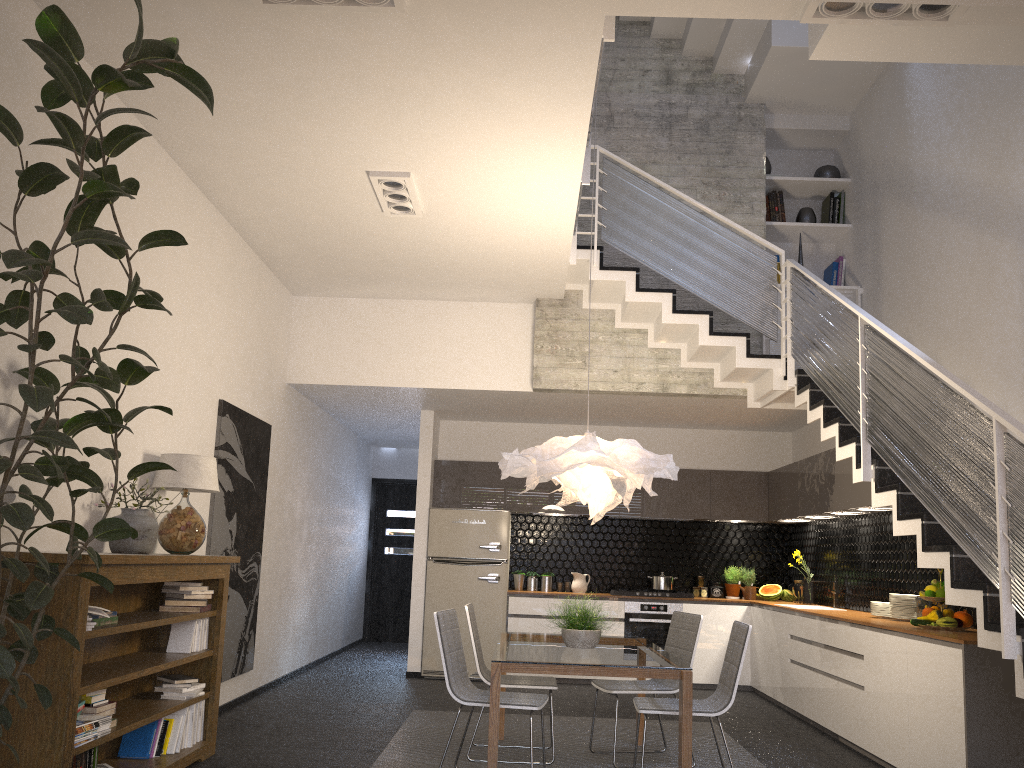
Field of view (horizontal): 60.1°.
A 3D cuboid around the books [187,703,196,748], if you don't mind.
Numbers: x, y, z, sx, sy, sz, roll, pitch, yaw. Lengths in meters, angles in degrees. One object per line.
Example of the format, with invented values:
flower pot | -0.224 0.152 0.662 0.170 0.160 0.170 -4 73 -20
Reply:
books | -1.905 1.944 5.057 0.175 0.241 0.024 2 -8 1

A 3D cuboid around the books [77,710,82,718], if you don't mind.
books | -1.987 1.450 3.857 0.175 0.023 0.251 6 -12 -18

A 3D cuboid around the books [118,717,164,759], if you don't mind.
books | -2.000 1.894 4.782 0.171 0.225 0.166 2 -9 1

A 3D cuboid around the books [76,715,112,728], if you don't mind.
books | -1.921 1.462 3.840 0.218 0.013 0.307 1 -11 6

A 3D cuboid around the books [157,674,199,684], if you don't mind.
books | -1.910 1.684 5.055 0.222 0.023 0.148 -8 -15 42

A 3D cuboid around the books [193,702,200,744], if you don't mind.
books | -1.913 1.961 5.141 0.174 0.242 0.019 2 -8 1

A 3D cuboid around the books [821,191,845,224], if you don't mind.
books | 3.073 -1.614 8.496 0.160 0.379 0.268 2 -9 1

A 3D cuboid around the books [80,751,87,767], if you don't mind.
books | -2.012 1.729 3.982 0.171 0.239 0.085 2 -9 1

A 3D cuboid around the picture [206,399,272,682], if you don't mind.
picture | -2.110 1.225 6.797 0.033 2.011 1.243 2 -9 1

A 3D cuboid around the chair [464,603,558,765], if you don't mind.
chair | -0.017 1.873 5.597 0.601 0.912 0.479 2 -9 1

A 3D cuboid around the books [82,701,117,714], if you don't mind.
books | -1.988 1.496 4.109 0.225 0.029 0.181 1 -11 4

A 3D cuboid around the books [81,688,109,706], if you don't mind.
books | -2.004 1.446 4.110 0.216 0.068 0.159 0 -11 11

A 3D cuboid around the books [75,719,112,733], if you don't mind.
books | -1.919 1.478 3.836 0.218 0.007 0.307 1 -11 5

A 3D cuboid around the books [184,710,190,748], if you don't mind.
books | -1.917 1.958 5.033 0.155 0.203 0.021 2 -8 1

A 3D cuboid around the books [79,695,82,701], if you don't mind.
books | -2.003 1.388 3.871 0.194 0.028 0.247 6 -12 -18

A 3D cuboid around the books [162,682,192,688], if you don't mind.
books | -1.907 1.706 5.045 0.155 0.022 0.206 6 -12 -18

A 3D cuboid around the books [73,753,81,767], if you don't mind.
books | -2.013 1.726 3.922 0.171 0.223 0.083 2 -9 1

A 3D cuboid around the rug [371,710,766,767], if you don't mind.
rug | 0.377 2.261 5.161 2.370 0.006 3.719 2 -11 1

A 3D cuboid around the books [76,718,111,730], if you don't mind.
books | -1.923 1.470 3.838 0.218 0.007 0.307 1 -11 6

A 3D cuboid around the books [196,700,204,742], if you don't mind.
books | -1.914 1.975 5.210 0.175 0.241 0.024 2 -8 1

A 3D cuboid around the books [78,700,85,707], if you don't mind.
books | -2.003 1.409 3.869 0.193 0.014 0.257 4 -11 -10

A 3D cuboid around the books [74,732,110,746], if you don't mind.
books | -1.918 1.526 3.820 0.218 0.007 0.307 1 -11 6

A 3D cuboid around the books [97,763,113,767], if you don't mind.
books | -1.990 1.870 4.225 0.272 0.049 0.259 13 -15 -43

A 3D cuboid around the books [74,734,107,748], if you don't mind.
books | -1.918 1.533 3.821 0.218 0.008 0.307 2 -11 1

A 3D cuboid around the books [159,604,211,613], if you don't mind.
books | -1.908 1.310 5.181 0.230 0.034 0.288 3 -11 -6

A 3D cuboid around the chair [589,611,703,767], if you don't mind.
chair | 0.848 1.902 5.580 0.602 0.912 0.478 4 -9 -13

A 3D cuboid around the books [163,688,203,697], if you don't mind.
books | -1.874 1.754 5.053 0.174 0.019 0.246 4 -11 -9

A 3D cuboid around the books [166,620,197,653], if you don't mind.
books | -1.897 1.450 5.088 0.135 0.180 0.078 2 -9 1

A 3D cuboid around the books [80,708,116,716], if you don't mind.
books | -1.999 1.521 4.101 0.243 0.023 0.176 1 -11 8

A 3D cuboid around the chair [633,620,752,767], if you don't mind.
chair | 0.979 1.760 4.836 0.601 0.912 0.479 2 -9 4

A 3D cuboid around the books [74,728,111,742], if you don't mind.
books | -1.916 1.511 3.822 0.218 0.013 0.307 1 -11 6

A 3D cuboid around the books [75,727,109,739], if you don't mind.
books | -1.922 1.506 3.824 0.218 0.008 0.291 1 -11 7

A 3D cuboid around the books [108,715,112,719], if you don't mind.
books | -1.992 1.542 4.086 0.227 0.023 0.168 2 -11 -1

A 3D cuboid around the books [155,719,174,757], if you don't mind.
books | -1.953 1.933 4.846 0.146 0.182 0.148 1 -9 4

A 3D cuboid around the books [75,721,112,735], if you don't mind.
books | -1.917 1.484 3.835 0.218 0.007 0.307 1 -11 5

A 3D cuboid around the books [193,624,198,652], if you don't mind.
books | -1.898 1.477 5.162 0.120 0.158 0.016 2 -8 1

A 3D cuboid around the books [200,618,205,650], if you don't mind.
books | -1.895 1.479 5.246 0.135 0.187 0.015 2 -8 1

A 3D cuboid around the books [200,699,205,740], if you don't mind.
books | -1.911 1.981 5.242 0.174 0.242 0.040 2 -8 1

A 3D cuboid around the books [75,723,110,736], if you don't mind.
books | -1.919 1.491 3.831 0.218 0.008 0.291 1 -11 5

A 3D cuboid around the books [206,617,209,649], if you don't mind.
books | -1.894 1.494 5.324 0.135 0.188 0.031 2 -8 1

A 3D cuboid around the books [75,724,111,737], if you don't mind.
books | -1.923 1.496 3.834 0.218 0.006 0.307 1 -11 6

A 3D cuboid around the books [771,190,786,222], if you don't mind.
books | 2.540 -1.630 8.525 0.134 0.379 0.274 2 -9 1

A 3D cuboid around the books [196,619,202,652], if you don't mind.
books | -1.889 1.466 5.181 0.136 0.187 0.018 2 -8 1

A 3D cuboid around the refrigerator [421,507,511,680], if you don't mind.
refrigerator | -0.460 2.178 9.245 0.829 1.698 0.776 2 -9 1

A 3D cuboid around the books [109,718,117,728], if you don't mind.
books | -1.985 1.572 4.088 0.243 0.033 0.181 2 -11 3

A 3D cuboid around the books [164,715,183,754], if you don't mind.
books | -1.919 1.935 4.895 0.155 0.192 0.105 2 -9 1

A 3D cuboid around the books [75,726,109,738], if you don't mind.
books | -1.923 1.500 3.825 0.218 0.008 0.291 1 -11 7

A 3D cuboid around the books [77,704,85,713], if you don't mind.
books | -1.986 1.427 3.861 0.175 0.023 0.251 5 -11 -13

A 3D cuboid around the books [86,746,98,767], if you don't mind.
books | -1.999 1.743 4.052 0.167 0.239 0.105 2 -9 1

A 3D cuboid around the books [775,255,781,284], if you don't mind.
books | 2.468 -1.007 8.436 0.171 0.370 0.274 2 -9 1

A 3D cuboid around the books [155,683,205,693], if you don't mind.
books | -1.895 1.732 5.056 0.175 0.023 0.245 0 -11 11

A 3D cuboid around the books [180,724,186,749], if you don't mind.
books | -1.937 1.934 5.010 0.175 0.241 0.024 2 -8 1

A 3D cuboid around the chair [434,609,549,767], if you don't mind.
chair | -0.122 1.725 4.871 0.601 0.912 0.479 0 -9 11

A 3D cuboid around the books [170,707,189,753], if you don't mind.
books | -1.916 1.923 4.937 0.174 0.233 0.101 2 -9 1

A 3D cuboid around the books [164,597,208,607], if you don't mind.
books | -0.105 -1.566 7.520 0.361 6.654 5.424 -5 -12 41

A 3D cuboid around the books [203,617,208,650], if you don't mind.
books | -1.896 1.490 5.300 0.136 0.187 0.018 2 -8 1

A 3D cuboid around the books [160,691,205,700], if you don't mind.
books | -1.876 1.773 5.046 0.155 0.020 0.207 0 -11 11

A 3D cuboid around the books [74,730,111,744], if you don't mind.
books | -1.918 1.519 3.823 0.218 0.008 0.307 1 -11 6

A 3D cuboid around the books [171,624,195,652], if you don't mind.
books | -1.914 1.458 5.144 0.136 0.187 0.018 2 -8 1

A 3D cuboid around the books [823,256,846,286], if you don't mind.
books | 3.058 -0.990 8.425 0.146 0.380 0.274 2 -9 1
